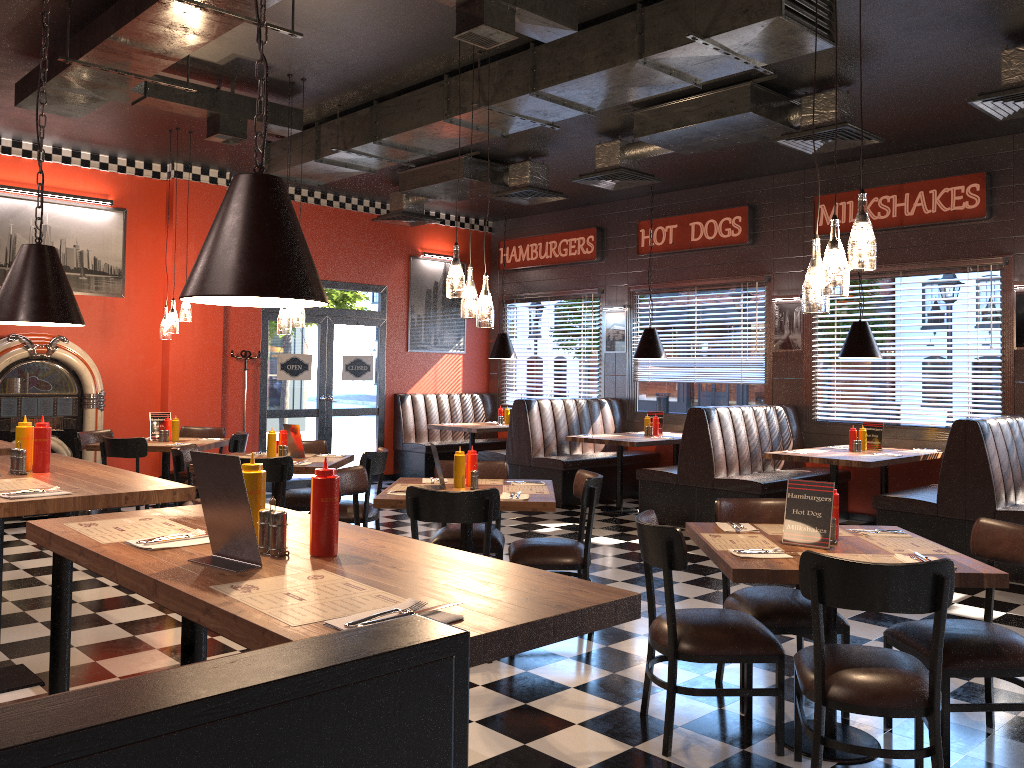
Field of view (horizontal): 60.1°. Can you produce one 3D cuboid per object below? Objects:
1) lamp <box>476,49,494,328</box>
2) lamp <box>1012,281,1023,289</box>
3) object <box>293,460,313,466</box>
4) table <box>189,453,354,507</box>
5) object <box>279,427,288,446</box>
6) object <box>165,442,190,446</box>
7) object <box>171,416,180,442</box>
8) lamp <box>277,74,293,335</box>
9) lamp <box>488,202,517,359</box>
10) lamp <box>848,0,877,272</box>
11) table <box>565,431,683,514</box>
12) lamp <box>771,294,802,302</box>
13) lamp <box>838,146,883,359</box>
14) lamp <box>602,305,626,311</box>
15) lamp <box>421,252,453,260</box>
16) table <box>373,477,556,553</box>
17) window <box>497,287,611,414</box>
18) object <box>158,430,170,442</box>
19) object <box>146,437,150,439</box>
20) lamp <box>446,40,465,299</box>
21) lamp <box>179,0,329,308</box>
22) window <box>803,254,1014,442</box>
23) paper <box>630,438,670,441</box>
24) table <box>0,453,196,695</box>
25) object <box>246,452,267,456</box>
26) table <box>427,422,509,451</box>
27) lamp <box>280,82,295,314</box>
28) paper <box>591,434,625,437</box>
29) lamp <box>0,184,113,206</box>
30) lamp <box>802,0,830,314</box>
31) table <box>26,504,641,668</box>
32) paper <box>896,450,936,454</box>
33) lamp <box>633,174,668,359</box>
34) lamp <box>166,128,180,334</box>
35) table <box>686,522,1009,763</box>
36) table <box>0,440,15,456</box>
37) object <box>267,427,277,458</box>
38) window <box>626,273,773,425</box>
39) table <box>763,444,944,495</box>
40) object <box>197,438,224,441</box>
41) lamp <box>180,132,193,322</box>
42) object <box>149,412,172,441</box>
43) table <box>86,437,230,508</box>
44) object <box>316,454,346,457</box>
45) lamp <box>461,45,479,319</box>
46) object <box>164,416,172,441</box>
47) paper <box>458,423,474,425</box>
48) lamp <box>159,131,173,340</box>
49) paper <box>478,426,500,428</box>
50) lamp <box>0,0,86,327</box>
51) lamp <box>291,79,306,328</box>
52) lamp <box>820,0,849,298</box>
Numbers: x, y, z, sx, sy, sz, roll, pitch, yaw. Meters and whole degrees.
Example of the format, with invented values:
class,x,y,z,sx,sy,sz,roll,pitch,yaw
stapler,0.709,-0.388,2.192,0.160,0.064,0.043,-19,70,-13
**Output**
class,x,y,z,sx,sy,sz,roll,pitch,yaw
lamp,-0.144,-1.310,5.201,0.108,1.968,0.108,2,-2,-32
lamp,4.589,-0.876,7.778,0.081,0.056,0.334,1,0,-44
object,-1.521,0.563,6.337,0.157,0.019,0.255,1,1,3
table,-1.763,0.952,6.627,0.960,0.775,0.956,1,0,1
object,-1.740,0.444,6.735,0.068,0.238,0.068,2,-2,-38
object,-2.917,0.525,7.775,0.157,0.019,0.255,1,1,5
object,-3.087,0.407,8.128,0.068,0.238,0.068,-1,-2,44
lamp,-1.684,-1.351,6.634,0.108,1.968,0.108,2,-2,-32
lamp,-0.104,-1.350,11.549,0.382,2.047,0.381,1,-2,5
lamp,1.413,-1.439,3.570,0.108,1.968,0.108,-1,-2,38
table,1.511,0.958,9.739,1.691,0.775,0.956,1,0,-44
lamp,2.946,-0.921,9.502,0.081,0.056,0.334,1,0,-44
lamp,3.184,-1.259,8.098,0.382,2.047,0.381,0,-2,28
lamp,1.295,-0.967,11.235,0.081,0.056,0.334,1,0,-44
lamp,-1.006,-1.771,12.302,0.610,0.056,0.081,0,0,-44
table,-0.244,0.993,5.117,0.960,0.775,0.956,1,0,1
window,0.535,-0.416,12.149,0.127,1.716,2.027,3,-1,-44
object,-3.167,0.459,8.071,0.093,0.136,0.046,2,-2,-44
object,-3.392,0.510,8.392,0.157,0.019,0.255,1,1,-5
lamp,-0.315,-1.484,5.182,0.108,1.968,0.108,0,-2,18
lamp,-0.665,-1.239,2.383,0.382,2.047,0.381,1,-2,-2
window,3.831,-0.324,8.690,0.127,1.716,2.027,3,-1,-44
paper,1.424,0.576,9.207,0.365,0.001,0.261,0,1,-42
table,-2.040,0.873,3.709,0.695,1.001,1.692,2,-1,-44
object,-1.994,0.548,6.968,0.157,0.019,0.255,1,1,1
table,-0.144,0.912,11.476,1.691,0.775,0.956,1,0,-44
lamp,-1.706,-1.525,6.813,0.108,1.968,0.108,1,-2,3
paper,1.023,0.564,9.715,0.365,0.001,0.261,0,1,-42
lamp,-4.712,-1.892,8.776,1.443,0.056,0.081,0,0,-44
lamp,1.254,-1.270,3.644,0.108,1.968,0.108,1,-2,3
table,-0.577,0.913,2.174,0.695,1.001,1.692,2,-1,-44
paper,3.679,0.623,8.091,0.365,0.001,0.261,0,1,-42
lamp,1.539,-1.304,9.824,0.382,2.047,0.381,0,-2,28
lamp,-3.108,-1.450,8.177,0.108,1.968,0.108,1,-2,-2
table,1.258,1.035,3.562,0.956,0.775,0.959,1,0,1
table,-3.495,0.832,5.236,0.695,1.001,1.692,2,-1,-44
object,-1.809,0.444,6.672,0.068,0.238,0.068,2,-2,-38
window,2.183,-0.370,10.419,0.127,1.716,2.027,3,-1,-44
table,3.149,1.003,8.021,1.691,0.775,0.956,1,0,-44
object,-2.850,0.518,8.328,0.255,0.019,0.157,1,1,2
lamp,-3.027,-1.563,8.285,0.108,1.968,0.108,1,-2,-12
object,-3.260,0.394,8.223,0.188,0.257,0.072,1,-2,-34
table,-3.181,0.913,8.076,0.960,0.775,0.956,1,0,1
object,-1.438,0.556,6.942,0.255,0.019,0.157,1,1,4
lamp,-0.237,-1.372,5.282,0.108,1.968,0.108,1,-2,-2
object,-3.174,0.406,8.163,0.068,0.238,0.068,-1,-2,44
paper,-0.631,0.518,11.440,0.365,0.001,0.261,0,1,-44
lamp,-3.203,-1.393,8.255,0.108,1.968,0.108,0,-2,28
paper,-0.271,0.530,10.912,0.261,0.001,0.365,2,1,44
lamp,-2.002,-1.277,3.786,0.382,2.047,0.381,1,-2,-2
lamp,-1.604,-1.410,6.730,0.108,1.968,0.108,0,-2,28
lamp,1.287,-1.327,3.527,0.108,1.968,0.108,0,-2,33
